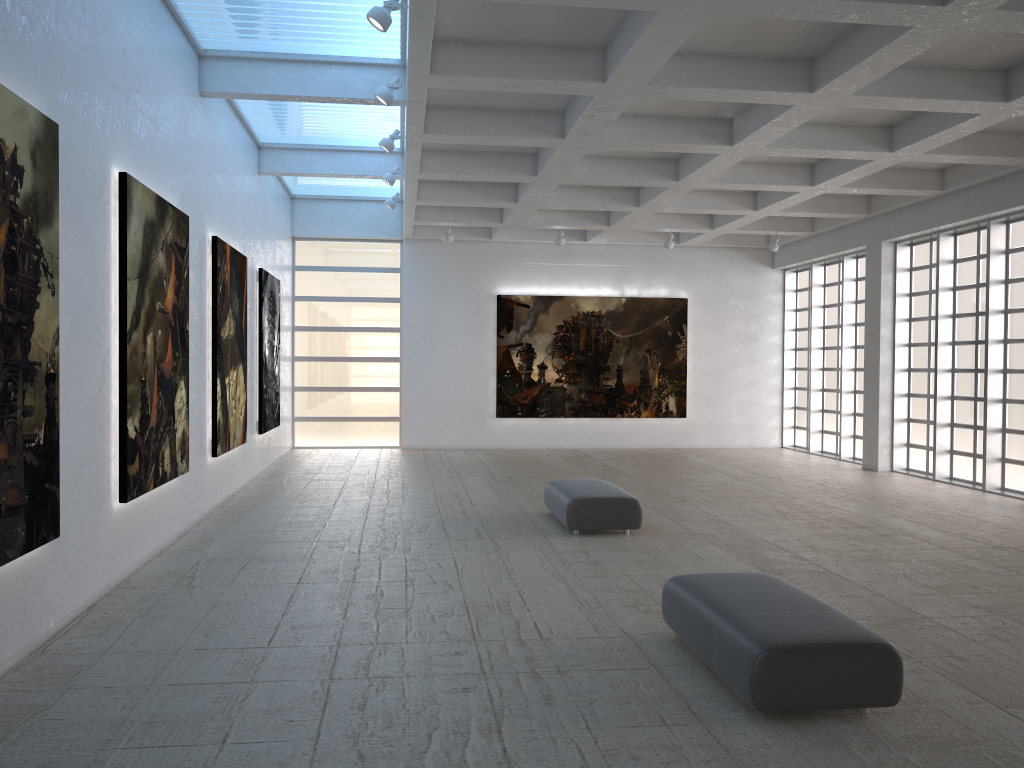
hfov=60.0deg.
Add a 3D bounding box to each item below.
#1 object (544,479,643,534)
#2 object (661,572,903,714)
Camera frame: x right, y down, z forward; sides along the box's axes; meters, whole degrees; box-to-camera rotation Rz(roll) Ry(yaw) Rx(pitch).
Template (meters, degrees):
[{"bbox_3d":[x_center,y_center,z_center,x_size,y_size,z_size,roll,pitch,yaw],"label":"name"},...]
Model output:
[{"bbox_3d":[1.716,2.665,19.601,1.616,0.828,3.044,0,1,-7],"label":"object"},{"bbox_3d":[2.911,2.869,10.159,1.616,0.828,3.044,0,1,-7],"label":"object"}]
